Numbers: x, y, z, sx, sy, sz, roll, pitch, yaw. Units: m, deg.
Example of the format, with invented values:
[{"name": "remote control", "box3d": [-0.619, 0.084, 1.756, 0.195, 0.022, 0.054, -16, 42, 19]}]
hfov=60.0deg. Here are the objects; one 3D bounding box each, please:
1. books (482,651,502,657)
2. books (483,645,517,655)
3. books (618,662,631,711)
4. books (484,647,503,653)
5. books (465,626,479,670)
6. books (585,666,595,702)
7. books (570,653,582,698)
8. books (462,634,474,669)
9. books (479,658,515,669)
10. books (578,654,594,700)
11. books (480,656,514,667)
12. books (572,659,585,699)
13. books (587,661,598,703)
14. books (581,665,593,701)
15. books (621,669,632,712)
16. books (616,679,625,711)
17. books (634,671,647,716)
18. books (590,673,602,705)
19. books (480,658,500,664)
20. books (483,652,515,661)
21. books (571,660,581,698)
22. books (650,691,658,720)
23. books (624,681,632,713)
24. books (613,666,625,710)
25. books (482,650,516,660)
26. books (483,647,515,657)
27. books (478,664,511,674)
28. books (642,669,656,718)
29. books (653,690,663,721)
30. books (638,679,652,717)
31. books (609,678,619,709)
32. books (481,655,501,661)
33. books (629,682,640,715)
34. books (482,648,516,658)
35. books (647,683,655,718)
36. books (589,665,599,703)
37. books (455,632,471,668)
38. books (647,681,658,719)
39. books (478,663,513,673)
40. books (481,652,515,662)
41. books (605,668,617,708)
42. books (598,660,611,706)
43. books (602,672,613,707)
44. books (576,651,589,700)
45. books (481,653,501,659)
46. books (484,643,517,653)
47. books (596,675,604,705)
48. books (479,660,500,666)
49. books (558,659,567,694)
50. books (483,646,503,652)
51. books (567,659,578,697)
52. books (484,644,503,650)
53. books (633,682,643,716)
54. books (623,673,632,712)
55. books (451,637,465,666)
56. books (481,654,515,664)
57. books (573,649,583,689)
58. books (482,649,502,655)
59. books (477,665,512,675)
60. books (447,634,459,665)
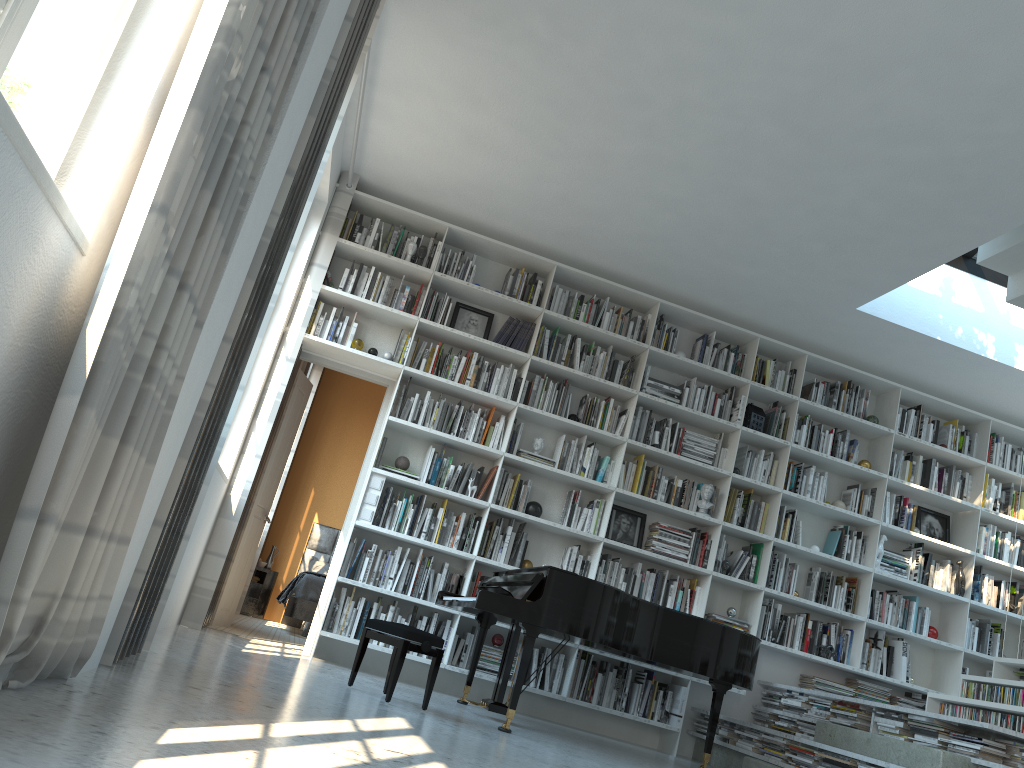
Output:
[{"name": "books", "box3d": [-0.129, 1.841, 6.048, 0.254, 0.005, 0.161, 18, -17, -9]}, {"name": "books", "box3d": [-0.116, 1.807, 6.059, 0.285, 0.005, 0.160, 18, -17, -9]}, {"name": "books", "box3d": [0.761, 2.101, 6.186, 0.014, 0.334, 0.183, 18, -16, -9]}, {"name": "books", "box3d": [-0.119, 1.817, 6.056, 0.254, 0.005, 0.161, 18, -17, -9]}, {"name": "books", "box3d": [-0.280, 1.790, 6.021, 0.027, 0.281, 0.129, 18, -16, -9]}, {"name": "books", "box3d": [0.521, 2.076, 6.152, 0.012, 0.238, 0.129, 18, -16, -9]}, {"name": "books", "box3d": [0.412, 2.003, 6.123, 0.014, 0.300, 0.185, 18, -16, -9]}, {"name": "books", "box3d": [-0.312, 1.807, 6.009, 0.027, 0.226, 0.139, 18, -16, -9]}, {"name": "books", "box3d": [-0.137, 1.890, 6.023, 0.285, 0.007, 0.160, 20, -17, -14]}, {"name": "books", "box3d": [0.489, 2.027, 6.148, 0.034, 0.310, 0.170, 18, -16, -9]}, {"name": "books", "box3d": [-0.136, 1.879, 6.036, 0.285, 0.007, 0.160, 18, -16, -8]}, {"name": "books", "box3d": [0.442, 2.038, 6.144, 0.025, 0.263, 0.145, 18, -16, -9]}, {"name": "books", "box3d": [0.536, 2.063, 6.163, 0.012, 0.275, 0.155, 18, -16, -9]}, {"name": "books", "box3d": [0.505, 2.067, 6.154, 0.022, 0.246, 0.144, 18, -16, -9]}, {"name": "books", "box3d": [0.767, 2.127, 6.183, 0.014, 0.287, 0.185, 18, -16, -9]}, {"name": "books", "box3d": [0.726, 2.154, 6.175, 0.022, 0.212, 0.167, 18, -16, -9]}, {"name": "books", "box3d": [0.877, 2.161, 6.201, 0.011, 0.292, 0.184, 18, -16, -9]}, {"name": "books", "box3d": [0.562, 2.100, 6.136, 0.028, 0.206, 0.175, 18, -16, -9]}, {"name": "books", "box3d": [-0.138, 1.885, 6.034, 0.254, 0.007, 0.161, 18, -16, -8]}, {"name": "books", "box3d": [-0.130, 1.846, 6.045, 0.285, 0.005, 0.160, 19, -17, -10]}, {"name": "books", "box3d": [0.423, 2.037, 6.149, 0.010, 0.258, 0.131, 18, -16, -9]}, {"name": "books", "box3d": [0.967, 2.246, 6.218, 0.024, 0.190, 0.155, 18, -16, -9]}, {"name": "books", "box3d": [0.799, 2.183, 6.204, 0.040, 0.211, 0.129, 18, -16, -9]}, {"name": "books", "box3d": [0.720, 2.114, 6.178, 0.013, 0.284, 0.185, 18, -16, -9]}, {"name": "books", "box3d": [-0.125, 1.834, 6.041, 0.285, 0.005, 0.160, 19, -17, -13]}, {"name": "books", "box3d": [-0.118, 1.820, 6.044, 0.254, 0.005, 0.161, 20, -17, -14]}, {"name": "books", "box3d": [-0.146, 1.922, 6.016, 0.254, 0.007, 0.161, 19, -17, -13]}, {"name": "books", "box3d": [0.934, 2.165, 6.208, 0.013, 0.316, 0.187, 18, -16, -9]}, {"name": "books", "box3d": [0.993, 2.244, 6.214, 0.022, 0.204, 0.191, 18, -16, -9]}, {"name": "books", "box3d": [0.899, 2.186, 6.190, 0.044, 0.250, 0.187, 18, -16, -9]}, {"name": "books", "box3d": [0.689, 2.149, 6.176, 0.024, 0.203, 0.145, 18, -16, -9]}, {"name": "books", "box3d": [-0.136, 1.866, 6.041, 0.254, 0.005, 0.161, 18, -17, -9]}, {"name": "books", "box3d": [0.829, 2.187, 6.177, 0.010, 0.205, 0.180, 18, -16, -9]}, {"name": "books", "box3d": [-0.120, 1.826, 6.046, 0.285, 0.005, 0.160, 19, -17, -12]}, {"name": "books", "box3d": [0.937, 2.213, 6.223, 0.028, 0.238, 0.140, 18, -16, -9]}, {"name": "books", "box3d": [0.544, 2.077, 6.163, 0.012, 0.254, 0.151, 18, -16, -9]}, {"name": "books", "box3d": [-0.333, 1.795, 5.997, 0.023, 0.231, 0.164, 18, -16, -9]}, {"name": "books", "box3d": [0.962, 2.207, 6.215, 0.011, 0.257, 0.172, 18, -16, -9]}, {"name": "books", "box3d": [-0.145, 1.917, 6.023, 0.285, 0.007, 0.160, 18, -16, -7]}, {"name": "books", "box3d": [-0.131, 1.851, 6.043, 0.285, 0.005, 0.160, 18, -16, -8]}, {"name": "books", "box3d": [0.671, 2.115, 6.181, 0.028, 0.260, 0.133, 18, -16, -9]}, {"name": "books", "box3d": [0.622, 2.081, 6.174, 0.026, 0.293, 0.155, 18, -16, -9]}, {"name": "books", "box3d": [0.640, 2.118, 6.174, 0.030, 0.234, 0.138, 18, -16, -9]}, {"name": "books", "box3d": [0.471, 2.007, 6.147, 0.012, 0.336, 0.144, 18, -16, -9]}, {"name": "books", "box3d": [-0.132, 1.856, 6.041, 0.254, 0.005, 0.161, 19, -17, -10]}, {"name": "books", "box3d": [-0.111, 1.795, 6.051, 0.285, 0.005, 0.160, 17, -16, -4]}, {"name": "books", "box3d": [0.581, 2.120, 6.168, 0.030, 0.196, 0.143, 18, -16, -9]}, {"name": "books", "box3d": [-0.141, 1.898, 6.030, 0.254, 0.007, 0.161, 18, -16, -8]}, {"name": "books", "box3d": [0.327, 2.016, 6.129, 0.021, 0.237, 0.116, 18, -16, -9]}, {"name": "books", "box3d": [-0.117, 1.812, 6.057, 0.254, 0.005, 0.161, 18, -17, -9]}, {"name": "books", "box3d": [0.387, 2.018, 6.114, 0.026, 0.255, 0.183, 18, -16, -9]}, {"name": "books", "box3d": [-0.114, 1.802, 6.058, 0.254, 0.005, 0.161, 18, -16, -8]}, {"name": "books", "box3d": [0.847, 2.192, 6.186, 0.029, 0.209, 0.171, 18, -16, -9]}, {"name": "books", "box3d": [0.778, 2.149, 6.198, 0.024, 0.261, 0.132, 18, -16, -9]}, {"name": "books", "box3d": [-0.375, 1.806, 5.987, 0.053, 0.183, 0.148, 18, -16, -9]}, {"name": "books", "box3d": [-0.133, 1.860, 6.038, 0.285, 0.005, 0.160, 19, -17, -11]}, {"name": "books", "box3d": [0.426, 1.993, 6.147, 0.014, 0.339, 0.140, 18, -16, -9]}, {"name": "books", "box3d": [-0.121, 1.831, 6.043, 0.254, 0.005, 0.161, 17, -16, -5]}, {"name": "books", "box3d": [-0.147, 1.928, 6.012, 0.285, 0.007, 0.160, 17, -16, -4]}, {"name": "books", "box3d": [-0.411, 1.789, 5.989, 0.025, 0.197, 0.160, 18, -16, -9]}]
